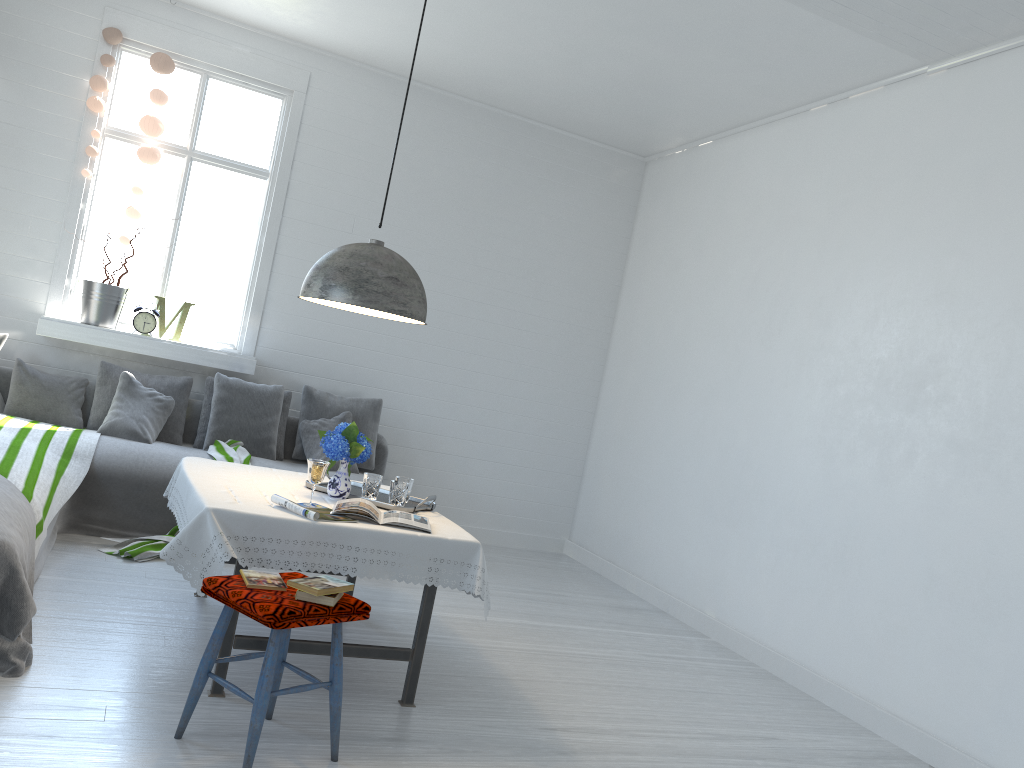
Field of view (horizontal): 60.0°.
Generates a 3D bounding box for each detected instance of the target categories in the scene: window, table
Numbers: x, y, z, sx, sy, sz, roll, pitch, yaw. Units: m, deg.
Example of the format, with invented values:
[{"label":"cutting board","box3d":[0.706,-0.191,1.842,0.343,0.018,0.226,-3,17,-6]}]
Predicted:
[{"label":"window","box3d":[-2.450,-1.392,6.569,1.484,2.398,0.378,11,1,-22]},{"label":"table","box3d":[-0.964,0.864,4.134,1.329,0.725,1.668,12,0,-21]}]

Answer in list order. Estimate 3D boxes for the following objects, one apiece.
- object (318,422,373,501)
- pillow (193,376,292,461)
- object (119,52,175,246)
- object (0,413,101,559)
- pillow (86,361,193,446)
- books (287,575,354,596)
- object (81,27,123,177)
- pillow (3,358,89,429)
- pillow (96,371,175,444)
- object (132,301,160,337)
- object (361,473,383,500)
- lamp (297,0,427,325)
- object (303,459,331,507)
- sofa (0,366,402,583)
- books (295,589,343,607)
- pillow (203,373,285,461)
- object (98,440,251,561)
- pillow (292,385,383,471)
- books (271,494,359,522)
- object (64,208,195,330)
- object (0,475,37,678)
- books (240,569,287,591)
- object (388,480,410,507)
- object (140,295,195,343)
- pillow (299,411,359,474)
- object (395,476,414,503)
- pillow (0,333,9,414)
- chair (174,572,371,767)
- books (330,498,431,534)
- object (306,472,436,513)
[{"label":"object","box3d":[-0.787,0.350,4.101,0.266,0.377,0.236,11,0,-20]},{"label":"pillow","box3d":[-1.976,0.259,6.553,0.642,0.520,0.280,11,0,-22]},{"label":"object","box3d":[-2.662,-1.706,6.460,0.200,1.427,0.197,12,1,18]},{"label":"object","box3d":[-2.779,0.534,4.513,1.045,0.473,3.160,12,0,-22]},{"label":"pillow","box3d":[-2.625,0.154,6.272,0.640,0.522,0.278,11,0,-23]},{"label":"books","box3d":[-0.640,0.672,2.974,0.133,0.022,0.189,11,0,29]},{"label":"object","box3d":[-2.969,-2.023,6.360,0.150,1.089,0.153,12,1,43]},{"label":"pillow","box3d":[-3.154,0.083,6.056,0.496,0.438,0.280,11,0,-21]},{"label":"pillow","box3d":[-2.544,0.173,6.026,0.380,0.463,0.416,11,0,-7]},{"label":"object","box3d":[-2.666,-0.473,6.450,0.182,0.250,0.075,11,1,-22]},{"label":"object","box3d":[-0.678,0.493,4.273,0.096,0.119,0.095,11,0,-38]},{"label":"lamp","box3d":[-0.481,-1.337,4.063,0.599,2.045,0.602,12,1,38]},{"label":"object","box3d":[-0.828,0.416,3.719,0.098,0.192,0.098,11,0,-2]},{"label":"sofa","box3d":[-1.979,0.626,5.016,3.412,0.899,3.390,12,0,-23]},{"label":"books","box3d":[-0.642,0.699,2.977,0.128,0.030,0.182,11,0,0]},{"label":"pillow","box3d":[-1.929,0.249,6.415,0.510,0.573,0.295,11,0,-22]},{"label":"object","box3d":[-1.985,0.604,5.746,0.622,0.833,1.581,12,0,2]},{"label":"pillow","box3d":[-1.328,0.339,6.808,0.639,0.561,0.278,11,0,-22]},{"label":"books","box3d":[-0.805,0.508,3.619,0.300,0.043,0.229,11,0,42]},{"label":"object","box3d":[-2.734,-0.843,6.169,0.846,0.936,0.635,12,0,25]},{"label":"object","box3d":[-2.454,0.525,3.464,1.682,0.924,1.213,11,0,18]},{"label":"books","box3d":[-0.847,0.667,3.018,0.133,0.012,0.189,12,0,-24]},{"label":"object","box3d":[-0.538,0.521,4.195,0.095,0.119,0.095,12,0,2]},{"label":"object","box3d":[-2.570,-0.482,6.623,0.331,0.311,0.052,11,1,-32]},{"label":"pillow","box3d":[-1.329,0.424,6.536,0.381,0.463,0.416,11,0,-37]},{"label":"object","box3d":[-0.540,0.522,4.386,0.095,0.119,0.095,12,0,2]},{"label":"pillow","box3d":[-3.561,-0.086,5.728,0.395,0.561,0.639,12,0,17]},{"label":"chair","box3d":[-0.812,0.971,3.011,0.418,0.563,0.420,12,0,38]},{"label":"books","box3d":[-0.557,0.554,3.800,0.422,0.049,0.300,12,0,-7]},{"label":"object","box3d":[-0.682,0.517,4.337,0.650,0.092,0.399,11,0,20]}]
